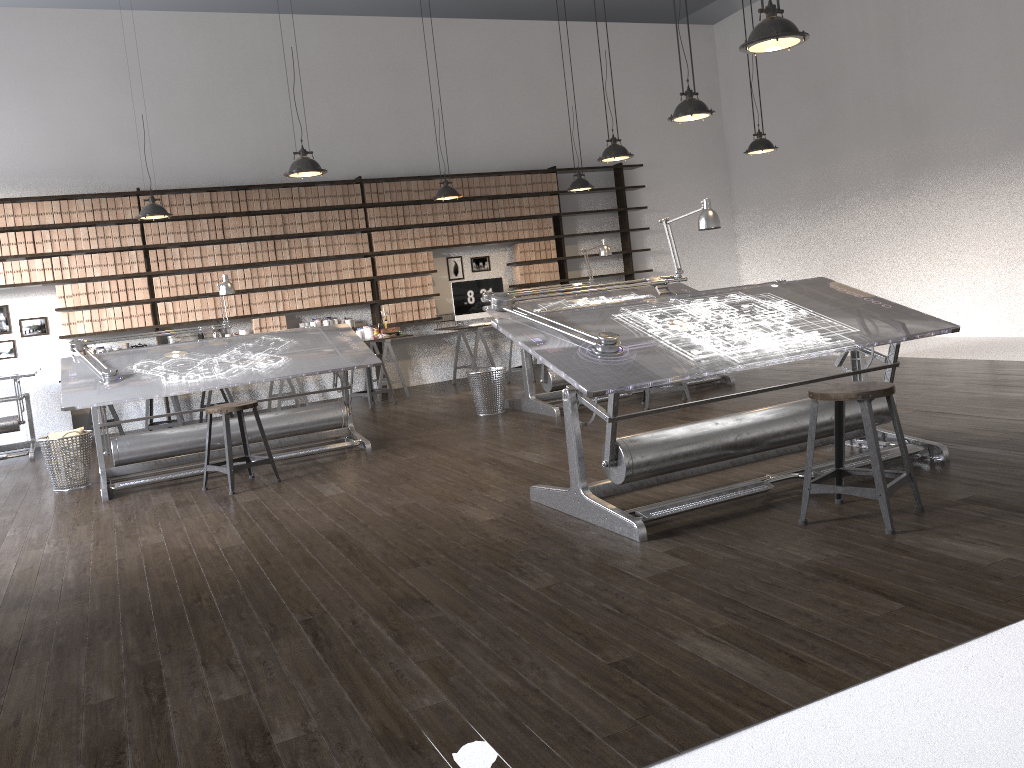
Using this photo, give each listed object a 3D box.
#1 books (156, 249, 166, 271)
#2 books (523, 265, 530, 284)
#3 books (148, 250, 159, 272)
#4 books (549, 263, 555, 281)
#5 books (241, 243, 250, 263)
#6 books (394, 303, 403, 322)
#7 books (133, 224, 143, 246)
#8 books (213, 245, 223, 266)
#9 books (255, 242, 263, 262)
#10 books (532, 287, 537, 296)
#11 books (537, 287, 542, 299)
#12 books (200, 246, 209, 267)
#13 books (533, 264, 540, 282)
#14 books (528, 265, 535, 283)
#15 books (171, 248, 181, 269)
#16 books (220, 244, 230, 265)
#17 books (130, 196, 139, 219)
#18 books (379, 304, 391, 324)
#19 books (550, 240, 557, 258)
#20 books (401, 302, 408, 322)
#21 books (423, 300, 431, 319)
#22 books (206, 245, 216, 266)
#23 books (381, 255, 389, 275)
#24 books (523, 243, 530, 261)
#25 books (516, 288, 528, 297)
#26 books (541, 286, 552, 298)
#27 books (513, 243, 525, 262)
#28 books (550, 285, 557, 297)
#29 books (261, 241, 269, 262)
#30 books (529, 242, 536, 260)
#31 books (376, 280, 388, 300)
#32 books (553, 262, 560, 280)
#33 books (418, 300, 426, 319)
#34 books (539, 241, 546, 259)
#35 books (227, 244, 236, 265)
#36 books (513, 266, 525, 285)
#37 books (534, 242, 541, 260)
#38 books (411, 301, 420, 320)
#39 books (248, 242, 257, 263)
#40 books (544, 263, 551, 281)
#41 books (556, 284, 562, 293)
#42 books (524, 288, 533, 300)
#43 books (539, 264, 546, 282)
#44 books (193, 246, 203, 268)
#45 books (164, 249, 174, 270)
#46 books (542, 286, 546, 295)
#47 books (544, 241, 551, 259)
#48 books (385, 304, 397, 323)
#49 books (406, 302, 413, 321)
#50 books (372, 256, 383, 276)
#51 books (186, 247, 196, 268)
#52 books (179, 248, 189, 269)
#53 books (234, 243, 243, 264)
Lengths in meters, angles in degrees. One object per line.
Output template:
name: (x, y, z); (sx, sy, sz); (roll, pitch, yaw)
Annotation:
books: (-3.620, -1.269, 9.138); (0.067, 0.225, 0.175); (-8, 5, -24)
books: (0.146, -1.339, 10.883); (0.067, 0.225, 0.175); (-8, 5, -24)
books: (-3.689, -1.259, 9.112); (0.067, 0.225, 0.175); (-8, 5, -24)
books: (0.454, -1.389, 11.024); (0.067, 0.225, 0.175); (-8, 5, -24)
books: (-2.863, -1.394, 9.486); (0.067, 0.225, 0.175); (-8, 5, -24)
books: (-1.325, -0.817, 10.200); (0.067, 0.225, 0.175); (-8, 5, -24)
books: (-3.822, -1.513, 9.043); (0.067, 0.225, 0.175); (-8, 5, -24)
books: (-3.118, -1.352, 9.370); (0.067, 0.225, 0.175); (-8, 5, -24)
books: (-2.743, -1.414, 9.546); (0.067, 0.225, 0.175); (-8, 5, -24)
books: (0.249, -1.076, 10.931); (0.067, 0.225, 0.175); (-8, 5, -24)
books: (0.306, -1.085, 10.956); (0.067, 0.225, 0.175); (-8, 5, -24)
books: (-3.241, -1.332, 9.317); (0.067, 0.225, 0.175); (-8, 5, -24)
books: (0.273, -1.359, 10.939); (0.067, 0.225, 0.174); (-8, 5, -24)
books: (0.208, -1.349, 10.913); (0.067, 0.225, 0.174); (-8, 5, -24)
books: (-3.489, -1.291, 9.199); (0.067, 0.225, 0.174); (-8, 5, -24)
books: (-3.056, -1.362, 9.402); (0.067, 0.225, 0.175); (-8, 5, -24)
books: (-3.846, -1.788, 9.029); (0.067, 0.225, 0.175); (-8, 5, -24)
books: (-1.457, -0.796, 10.143); (0.067, 0.225, 0.174); (-8, 5, -24)
books: (0.480, -1.671, 11.034); (0.067, 0.225, 0.175); (-8, 5, -24)
books: (-1.270, -0.827, 10.230); (0.067, 0.225, 0.175); (-8, 5, -24)
books: (-1.012, -0.869, 10.346); (0.067, 0.225, 0.174); (-8, 5, -24)
books: (-3.184, -1.341, 9.341); (0.067, 0.225, 0.175); (-8, 5, -24)
books: (-1.474, -1.349, 10.134); (0.067, 0.225, 0.175); (-8, 5, -24)
books: (0.149, -1.616, 10.883); (0.067, 0.225, 0.174); (-8, 5, -24)
books: (0.128, -1.057, 10.877); (0.067, 0.225, 0.175); (-8, 5, -24)
books: (0.429, -1.106, 11.015); (0.067, 0.225, 0.175); (-8, 5, -24)
books: (0.085, -1.606, 10.854); (0.067, 0.225, 0.175); (-8, 5, -24)
books: (0.491, -1.116, 11.045); (0.067, 0.225, 0.174); (-8, 5, -24)
books: (-2.685, -1.424, 9.575); (0.067, 0.225, 0.175); (-8, 5, -24)
books: (0.215, -1.627, 10.909); (0.067, 0.225, 0.174); (-8, 5, -24)
books: (-1.491, -1.070, 10.129); (0.067, 0.225, 0.175); (-8, 5, -24)
books: (0.517, -1.400, 11.054); (0.067, 0.225, 0.175); (-8, 5, -24)
books: (-1.078, -0.858, 10.321); (0.067, 0.225, 0.175); (-8, 5, -24)
books: (0.347, -1.648, 10.969); (0.067, 0.225, 0.175); (-8, 5, -24)
books: (-2.994, -1.373, 9.433); (0.067, 0.225, 0.174); (-8, 5, -24)
books: (0.084, -1.328, 10.850); (0.067, 0.225, 0.175); (-8, 5, -24)
books: (0.277, -1.637, 10.943); (0.067, 0.225, 0.175); (-8, 5, -24)
books: (-1.143, -0.847, 10.285); (0.067, 0.225, 0.175); (-8, 5, -24)
books: (-2.798, -1.404, 9.515); (0.067, 0.225, 0.175); (-8, 5, -24)
books: (0.399, -1.380, 10.993); (0.067, 0.225, 0.175); (-8, 5, -24)
books: (0.552, -1.126, 11.066); (0.067, 0.225, 0.175); (-8, 5, -24)
books: (0.191, -1.066, 10.899); (0.067, 0.225, 0.175); (-8, 5, -24)
books: (0.339, -1.370, 10.966); (0.067, 0.225, 0.175); (-8, 5, -24)
books: (-3.299, -1.322, 9.285); (0.067, 0.225, 0.175); (-8, 5, -24)
books: (-3.555, -1.281, 9.174); (0.067, 0.225, 0.175); (-8, 5, -24)
books: (0.367, -1.095, 10.982); (0.067, 0.225, 0.175); (-8, 5, -24)
books: (0.411, -1.659, 11.005); (0.067, 0.225, 0.175); (-8, 5, -24)
books: (-1.390, -0.806, 10.170); (0.067, 0.225, 0.175); (-8, 5, -24)
books: (-1.212, -0.836, 10.259); (0.067, 0.225, 0.175); (-8, 5, -24)
books: (-1.538, -1.339, 10.107); (0.067, 0.225, 0.174); (-8, 5, -24)
books: (-3.363, -1.312, 9.262); (0.067, 0.225, 0.175); (-8, 5, -24)
books: (-3.427, -1.302, 9.232); (0.067, 0.225, 0.174); (-8, 5, -24)
books: (-2.930, -1.383, 9.459); (0.067, 0.225, 0.174); (-8, 5, -24)
